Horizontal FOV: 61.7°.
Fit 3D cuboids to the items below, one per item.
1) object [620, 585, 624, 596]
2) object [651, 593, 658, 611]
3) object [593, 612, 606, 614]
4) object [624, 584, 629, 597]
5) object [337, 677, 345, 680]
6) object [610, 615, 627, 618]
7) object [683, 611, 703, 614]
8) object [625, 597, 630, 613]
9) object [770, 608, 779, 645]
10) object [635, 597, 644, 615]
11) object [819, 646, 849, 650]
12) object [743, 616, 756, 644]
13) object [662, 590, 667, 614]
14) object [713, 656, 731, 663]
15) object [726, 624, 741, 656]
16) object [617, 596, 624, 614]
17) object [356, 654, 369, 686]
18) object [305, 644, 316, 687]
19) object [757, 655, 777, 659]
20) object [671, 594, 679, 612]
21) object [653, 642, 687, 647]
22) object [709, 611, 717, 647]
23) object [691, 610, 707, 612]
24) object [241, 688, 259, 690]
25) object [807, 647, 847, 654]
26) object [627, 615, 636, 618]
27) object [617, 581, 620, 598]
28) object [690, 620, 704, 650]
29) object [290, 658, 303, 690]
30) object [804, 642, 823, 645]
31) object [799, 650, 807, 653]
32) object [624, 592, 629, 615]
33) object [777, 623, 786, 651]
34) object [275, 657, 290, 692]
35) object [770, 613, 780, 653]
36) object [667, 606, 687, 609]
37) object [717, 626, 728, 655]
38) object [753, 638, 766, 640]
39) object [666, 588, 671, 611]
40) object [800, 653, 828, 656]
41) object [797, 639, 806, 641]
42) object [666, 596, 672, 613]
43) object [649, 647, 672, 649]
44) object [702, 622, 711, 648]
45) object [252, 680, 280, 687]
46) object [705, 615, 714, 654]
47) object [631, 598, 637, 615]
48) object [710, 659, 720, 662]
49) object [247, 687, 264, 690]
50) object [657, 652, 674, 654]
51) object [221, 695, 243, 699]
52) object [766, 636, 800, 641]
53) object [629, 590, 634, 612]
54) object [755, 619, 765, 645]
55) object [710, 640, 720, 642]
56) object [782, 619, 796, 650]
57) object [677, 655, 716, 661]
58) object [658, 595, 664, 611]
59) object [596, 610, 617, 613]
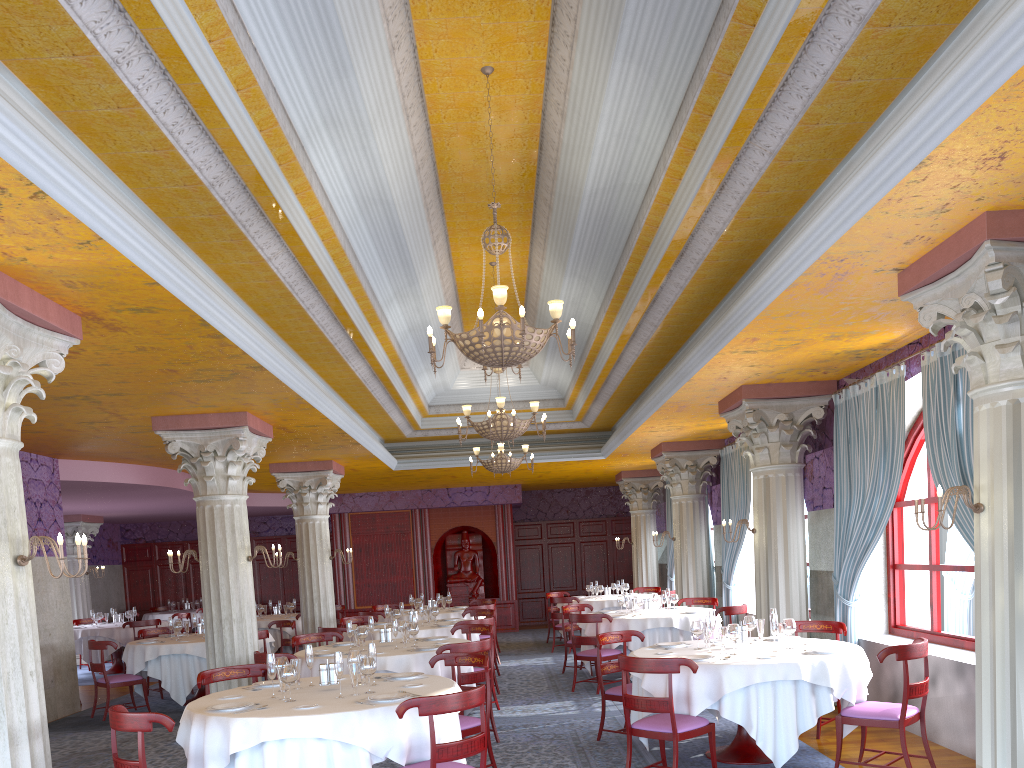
[{"bbox_3d":[2.202,4.139,17.105,0.085,0.239,0.085,-4,2,-21],"label":"object"},{"bbox_3d":[2.159,3.290,12.930,0.122,0.266,0.122,-3,1,-10],"label":"object"},{"bbox_3d":[1.326,3.459,12.938,0.054,0.020,0.261,5,-14,-40],"label":"object"},{"bbox_3d":[2.294,4.135,17.174,0.123,0.266,0.121,-3,1,13],"label":"object"},{"bbox_3d":[-1.465,2.450,7.120,0.158,0.009,0.161,-3,-11,-1],"label":"object"},{"bbox_3d":[1.465,3.267,12.030,0.313,0.024,0.318,-3,-11,-1],"label":"object"},{"bbox_3d":[2.547,3.210,12.044,0.313,0.024,0.318,-3,-11,-1],"label":"object"},{"bbox_3d":[1.723,3.304,12.811,0.086,0.239,0.085,-3,2,2],"label":"object"},{"bbox_3d":[2.385,2.212,7.802,0.074,0.338,0.073,-1,4,35],"label":"object"},{"bbox_3d":[1.822,3.164,12.209,0.121,0.266,0.122,-4,1,-32],"label":"object"},{"bbox_3d":[2.728,2.243,7.270,0.054,0.020,0.261,5,-14,-40],"label":"object"},{"bbox_3d":[2.219,2.293,7.982,0.122,0.266,0.122,-3,1,-10],"label":"object"},{"bbox_3d":[2.173,3.113,12.230,0.074,0.338,0.073,-1,4,35],"label":"object"},{"bbox_3d":[1.699,2.238,6.960,0.256,0.020,0.055,7,-14,-41],"label":"object"},{"bbox_3d":[1.881,2.167,7.261,0.123,0.266,0.121,-3,1,13],"label":"object"},{"bbox_3d":[1.629,3.281,12.740,0.123,0.266,0.121,-3,1,13],"label":"object"},{"bbox_3d":[-1.167,2.234,6.689,0.085,0.239,0.085,-4,2,-21],"label":"object"},{"bbox_3d":[-1.593,2.223,6.757,0.074,0.338,0.073,-4,3,-10],"label":"object"},{"bbox_3d":[2.074,2.225,6.974,0.158,0.009,0.161,-3,-11,-1],"label":"object"},{"bbox_3d":[2.352,3.173,12.400,0.121,0.266,0.122,-4,1,-32],"label":"object"},{"bbox_3d":[1.506,2.488,8.163,0.313,0.024,0.318,-3,-11,-1],"label":"object"},{"bbox_3d":[1.864,2.272,7.957,0.074,0.338,0.073,-1,4,35],"label":"object"},{"bbox_3d":[2.668,3.240,12.218,0.054,0.020,0.261,5,-14,-40],"label":"object"},{"bbox_3d":[-2.072,2.412,6.790,0.054,0.020,0.261,5,-14,-40],"label":"object"},{"bbox_3d":[2.607,2.213,7.096,0.315,0.024,0.316,-7,-12,19],"label":"object"},{"bbox_3d":[1.639,3.235,11.909,0.256,0.020,0.055,7,-14,-41],"label":"object"},{"bbox_3d":[2.115,4.075,17.004,0.074,0.338,0.073,-1,4,35],"label":"object"},{"bbox_3d":[1.689,2.284,7.791,0.123,0.266,0.121,-3,1,13],"label":"object"},{"bbox_3d":[-1.674,2.257,6.663,0.085,0.239,0.085,-4,2,-21],"label":"object"},{"bbox_3d":[2.707,2.333,7.685,0.159,0.009,0.160,-7,-12,19],"label":"object"},{"bbox_3d":[2.442,2.252,7.211,0.139,0.011,0.030,7,-14,-43],"label":"object"},{"bbox_3d":[1.651,3.173,12.385,0.074,0.338,0.073,-2,3,13],"label":"object"},{"bbox_3d":[2.319,2.180,7.382,0.085,0.239,0.085,-4,2,-21],"label":"object"},{"bbox_3d":[-1.768,2.235,6.591,0.122,0.266,0.122,-3,1,-10],"label":"object"},{"bbox_3d":[2.232,2.116,7.281,0.074,0.338,0.073,-4,3,-10],"label":"object"},{"bbox_3d":[2.529,3.428,13.126,0.313,0.024,0.318,-3,-11,-1],"label":"object"},{"bbox_3d":[1.811,2.203,7.355,0.085,0.239,0.085,-4,2,-21],"label":"object"},{"bbox_3d":[2.415,2.467,8.299,0.256,0.020,0.055,7,-14,-41],"label":"object"},{"bbox_3d":[2.326,3.209,12.750,0.074,0.338,0.073,-4,3,-10],"label":"object"},{"bbox_3d":[2.464,2.203,6.981,0.027,0.013,0.236,5,-14,-45],"label":"object"},{"bbox_3d":[2.705,2.402,8.034,0.028,0.013,0.232,-11,-14,43],"label":"object"},{"bbox_3d":[2.259,3.177,12.330,0.085,0.239,0.085,-4,2,-21],"label":"object"},{"bbox_3d":[1.386,2.462,7.990,0.054,0.020,0.261,5,-14,-40],"label":"object"},{"bbox_3d":[1.783,2.307,7.863,0.085,0.239,0.085,-4,2,-21],"label":"object"},{"bbox_3d":[-1.951,2.438,6.963,0.315,0.024,0.316,-7,-12,19],"label":"object"},{"bbox_3d":[1.711,2.176,7.436,0.074,0.338,0.073,-1,4,35],"label":"object"},{"bbox_3d":[1.751,3.200,12.304,0.086,0.239,0.084,-2,2,24],"label":"object"},{"bbox_3d":[1.670,2.253,6.986,0.022,0.003,0.253,-13,-15,42],"label":"object"},{"bbox_3d":[-2.046,2.425,6.819,0.257,0.003,0.022,-14,-15,43],"label":"object"},{"bbox_3d":[1.360,2.392,7.609,0.159,0.009,0.160,-7,-12,19],"label":"object"},{"bbox_3d":[-2.097,2.343,6.409,0.158,0.009,0.161,-3,-11,-1],"label":"object"},{"bbox_3d":[2.589,2.431,8.177,0.313,0.024,0.318,-3,-11,-1],"label":"object"},{"bbox_3d":[1.804,3.269,12.905,0.073,0.338,0.074,-5,4,-32],"label":"object"},{"bbox_3d":[2.290,2.284,7.889,0.086,0.239,0.084,-2,2,24],"label":"object"},{"bbox_3d":[1.992,2.500,8.320,0.159,0.009,0.160,-7,-12,19],"label":"object"},{"bbox_3d":[2.411,2.176,7.451,0.122,0.266,0.122,-3,1,-10],"label":"object"},{"bbox_3d":[1.525,2.270,7.081,0.315,0.024,0.316,-7,-12,19],"label":"object"},{"bbox_3d":[2.231,3.281,12.838,0.086,0.239,0.084,-2,2,24],"label":"object"},{"bbox_3d":[1.446,3.485,13.111,0.312,0.024,0.319,3,-13,-30],"label":"object"}]
